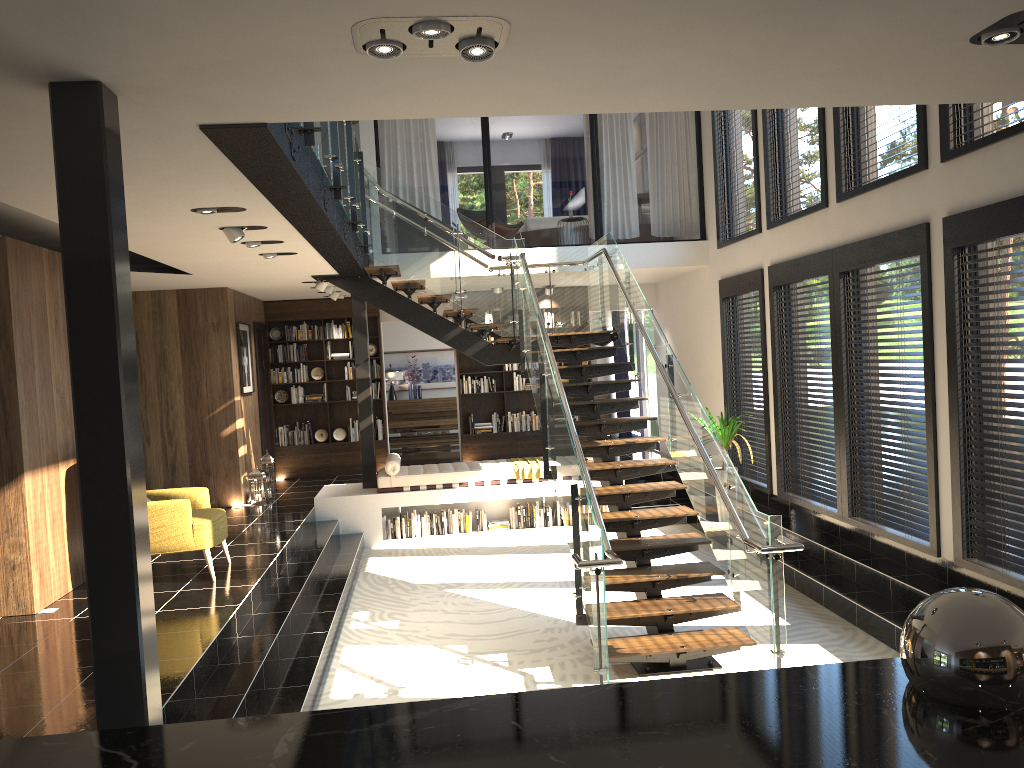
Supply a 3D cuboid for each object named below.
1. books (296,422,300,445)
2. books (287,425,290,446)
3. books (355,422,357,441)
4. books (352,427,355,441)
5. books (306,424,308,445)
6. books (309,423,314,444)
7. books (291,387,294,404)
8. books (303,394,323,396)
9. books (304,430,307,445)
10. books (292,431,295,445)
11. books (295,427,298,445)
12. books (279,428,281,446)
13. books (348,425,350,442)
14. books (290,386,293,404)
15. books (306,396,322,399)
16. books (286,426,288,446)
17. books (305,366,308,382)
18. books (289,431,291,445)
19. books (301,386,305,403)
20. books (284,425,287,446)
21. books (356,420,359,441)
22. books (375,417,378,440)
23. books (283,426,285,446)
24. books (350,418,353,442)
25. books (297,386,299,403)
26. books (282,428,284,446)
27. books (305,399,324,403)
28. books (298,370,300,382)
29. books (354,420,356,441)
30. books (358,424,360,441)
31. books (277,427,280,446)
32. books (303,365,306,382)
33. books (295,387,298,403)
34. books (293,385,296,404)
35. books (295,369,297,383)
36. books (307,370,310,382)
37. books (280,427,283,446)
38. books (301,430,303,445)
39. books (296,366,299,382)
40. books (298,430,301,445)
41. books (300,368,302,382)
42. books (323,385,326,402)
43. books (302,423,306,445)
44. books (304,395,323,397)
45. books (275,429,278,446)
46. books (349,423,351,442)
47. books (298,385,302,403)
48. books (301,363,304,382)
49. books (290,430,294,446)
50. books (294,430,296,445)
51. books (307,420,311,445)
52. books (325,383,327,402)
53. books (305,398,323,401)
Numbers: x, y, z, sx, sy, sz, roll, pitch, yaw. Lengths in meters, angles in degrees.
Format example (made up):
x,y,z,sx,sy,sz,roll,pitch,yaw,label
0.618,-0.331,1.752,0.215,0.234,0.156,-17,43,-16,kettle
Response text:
x,y,z,sx,sy,sz,roll,pitch,yaw,label
-3.244,0.753,13.464,0.016,0.341,0.217,-3,2,-6,books
-3.392,0.779,13.489,0.020,0.304,0.189,-3,2,-6,books
-2.380,0.728,13.583,0.019,0.289,0.145,-3,2,-6,books
-2.423,0.768,13.580,0.034,0.215,0.104,-3,2,-6,books
-3.105,0.763,13.496,0.027,0.304,0.204,-3,2,-6,books
-3.052,0.754,13.501,0.042,0.316,0.193,-3,2,-6,books
-3.312,0.168,13.433,0.026,0.258,0.192,-3,2,-6,books
-3.015,0.170,13.476,0.292,0.013,0.187,-3,2,-3,books
-3.134,0.812,13.515,0.033,0.209,0.192,-3,2,-6,books
-3.309,0.823,13.499,0.029,0.207,0.166,-3,2,-6,books
-3.260,0.783,13.481,0.017,0.282,0.232,-3,2,-6,books
-3.507,0.797,13.466,0.014,0.282,0.232,-3,2,-6,books
-2.494,0.757,13.578,0.023,0.245,0.135,-3,2,-6,books
-3.339,0.165,13.467,0.020,0.264,0.152,-3,2,-6,books
-3.015,0.209,13.498,0.244,0.033,0.142,-3,2,-9,books
-3.411,0.781,13.493,0.018,0.302,0.195,-3,2,-6,books
-3.117,-0.156,13.484,0.023,0.245,0.133,-3,2,-6,books
-3.364,0.823,13.514,0.035,0.212,0.159,-3,2,-6,books
-3.182,0.161,13.487,0.030,0.253,0.138,-3,2,-6,books
-3.424,0.781,13.458,0.015,0.306,0.222,-3,2,-6,books
-2.361,0.712,13.569,0.019,0.321,0.161,-3,2,-6,books
-2.083,0.679,13.589,0.065,0.354,0.164,-3,2,-6,books
-3.440,0.783,13.463,0.016,0.304,0.217,-3,2,-6,books
-2.448,0.699,13.530,0.017,0.360,0.189,-3,2,-6,books
-3.241,0.159,13.471,0.024,0.265,0.147,-3,2,-6,books
-3.458,0.801,13.457,0.022,0.269,0.215,-3,2,-6,books
-3.011,0.262,13.498,0.262,0.032,0.154,-3,2,-3,books
-3.221,-0.124,13.450,0.025,0.194,0.172,-3,2,-6,books
-2.400,0.716,13.579,0.019,0.317,0.122,-3,2,-6,books
-2.334,0.745,13.593,0.034,0.250,0.114,-3,2,-6,books
-3.533,0.794,13.495,0.032,0.288,0.179,-3,2,-6,books
-3.137,-0.162,13.460,0.021,0.260,0.197,-3,2,-6,books
-3.268,0.171,13.474,0.031,0.245,0.120,-3,2,-6,books
-3.291,0.158,13.446,0.018,0.275,0.144,-3,2,-6,books
-3.260,-0.127,13.431,0.016,0.206,0.204,-3,2,-6,books
-3.095,-0.125,13.477,0.015,0.181,0.136,-3,2,-6,books
-3.487,0.795,13.485,0.030,0.283,0.170,-3,2,-6,books
-3.185,0.808,13.510,0.036,0.222,0.173,-3,2,-6,books
-3.246,-0.148,13.459,0.020,0.244,0.154,-3,2,-6,books
-3.220,0.810,13.507,0.034,0.223,0.208,-3,2,-6,books
-3.198,-0.136,13.476,0.027,0.214,0.159,-3,2,-6,books
-2.853,0.138,13.509,0.032,0.262,0.157,-3,2,-6,books
-3.160,0.757,13.490,0.016,0.322,0.218,-3,2,-6,books
-3.016,0.185,13.484,0.293,0.016,0.174,-3,2,-7,books
-3.563,0.810,13.485,0.032,0.262,0.194,-3,2,-6,books
-2.471,0.739,13.572,0.024,0.278,0.135,-3,2,-6,books
-3.212,0.151,13.465,0.032,0.279,0.133,-3,2,-6,books
-3.175,-0.172,13.453,0.018,0.284,0.198,-3,2,-6,books
-3.332,0.820,13.470,0.021,0.217,0.220,-3,2,-6,books
-3.281,0.814,13.491,0.026,0.222,0.209,-3,2,-6,books
-3.082,0.736,13.474,0.019,0.357,0.235,-3,2,-6,books
-2.826,0.126,13.486,0.018,0.286,0.157,-3,2,-6,books
-3.013,0.236,13.499,0.266,0.021,0.152,-3,2,-7,books
